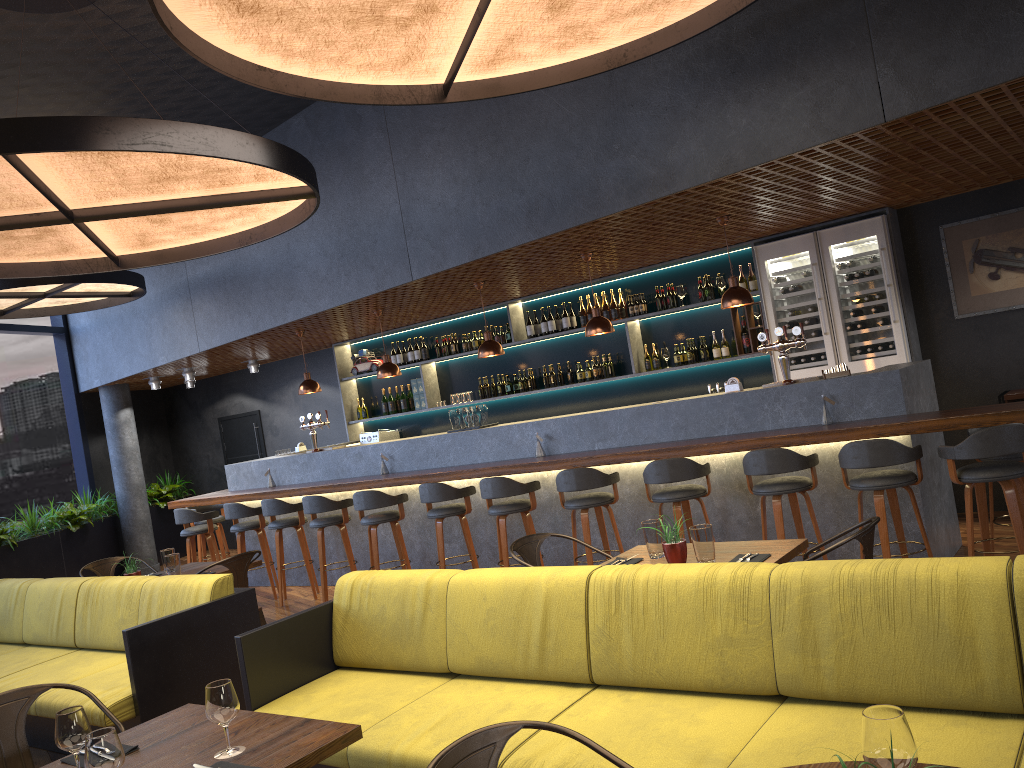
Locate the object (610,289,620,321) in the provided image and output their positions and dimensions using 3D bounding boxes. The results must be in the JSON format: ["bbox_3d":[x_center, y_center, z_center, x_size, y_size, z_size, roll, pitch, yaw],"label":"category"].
[{"bbox_3d":[1.066,-0.825,9.268,0.084,0.330,0.084,-10,-1,43],"label":"object"}]

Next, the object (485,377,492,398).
[{"bbox_3d":[-0.283,0.040,10.360,0.063,0.254,0.063,-10,-1,23],"label":"object"}]

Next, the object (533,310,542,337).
[{"bbox_3d":[0.279,-0.674,9.984,0.085,0.310,0.086,-9,-1,-39],"label":"object"}]

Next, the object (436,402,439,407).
[{"bbox_3d":[-0.913,0.250,10.866,0.042,0.059,0.042,-10,-1,-2],"label":"object"}]

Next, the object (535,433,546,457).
[{"bbox_3d":[0.233,0.510,7.475,0.114,0.203,0.069,-10,-1,25],"label":"object"}]

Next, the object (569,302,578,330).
[{"bbox_3d":[0.661,-0.742,9.705,0.085,0.310,0.086,-9,-1,-13],"label":"object"}]

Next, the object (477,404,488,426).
[{"bbox_3d":[-0.270,0.296,8.214,0.105,0.209,0.105,-9,-1,-19],"label":"object"}]

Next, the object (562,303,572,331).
[{"bbox_3d":[0.586,-0.730,9.643,0.085,0.310,0.086,-9,-1,-20],"label":"object"}]

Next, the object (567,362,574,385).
[{"bbox_3d":[0.641,-0.121,9.804,0.063,0.254,0.063,-9,-1,-6],"label":"object"}]

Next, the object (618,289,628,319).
[{"bbox_3d":[1.160,-0.840,9.353,0.084,0.330,0.084,-10,-1,43],"label":"object"}]

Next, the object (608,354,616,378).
[{"bbox_3d":[1.060,-0.196,9.475,0.063,0.254,0.063,-10,-1,8],"label":"object"}]

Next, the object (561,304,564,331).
[{"bbox_3d":[0.586,-0.728,9.763,0.085,0.310,0.086,-9,-1,-26],"label":"object"}]

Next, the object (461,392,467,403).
[{"bbox_3d":[-0.572,0.159,10.633,0.084,0.119,0.084,-9,-1,-9],"label":"object"}]

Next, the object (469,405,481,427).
[{"bbox_3d":[-0.332,0.306,8.117,0.105,0.209,0.105,-9,-1,-19],"label":"object"}]

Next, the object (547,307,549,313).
[{"bbox_3d":[0.433,-0.701,9.875,0.085,0.310,0.086,-9,-1,-13],"label":"object"}]

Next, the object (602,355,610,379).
[{"bbox_3d":[0.990,-0.185,9.394,0.063,0.254,0.063,-10,-1,43],"label":"object"}]

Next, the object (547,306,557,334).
[{"bbox_3d":[0.431,-0.702,9.755,0.085,0.310,0.086,-9,-1,-26],"label":"object"}]

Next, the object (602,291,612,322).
[{"bbox_3d":[0.988,-0.812,9.323,0.084,0.330,0.084,-10,-1,43],"label":"object"}]

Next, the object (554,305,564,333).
[{"bbox_3d":[0.508,-0.715,9.815,0.085,0.310,0.086,-9,-1,-43],"label":"object"}]

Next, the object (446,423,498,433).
[{"bbox_3d":[-0.368,0.410,8.253,0.437,0.019,0.273,-10,-1,36],"label":"object"}]

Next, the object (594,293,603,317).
[{"bbox_3d":[0.909,-0.798,9.387,0.084,0.330,0.084,-10,-1,43],"label":"object"}]

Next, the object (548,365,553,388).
[{"bbox_3d":[0.442,-0.086,9.942,0.063,0.254,0.063,-10,-1,23],"label":"object"}]

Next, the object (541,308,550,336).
[{"bbox_3d":[0.359,-0.690,9.812,0.085,0.310,0.086,-9,-1,-20],"label":"object"}]

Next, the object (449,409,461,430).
[{"bbox_3d":[-0.527,0.340,8.266,0.105,0.209,0.105,-9,-1,-19],"label":"object"}]

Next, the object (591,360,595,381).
[{"bbox_3d":[0.897,-0.151,9.651,0.088,0.224,0.088,-10,-1,31],"label":"object"}]

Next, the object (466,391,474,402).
[{"bbox_3d":[-0.503,0.147,10.581,0.084,0.119,0.084,-9,-1,-9],"label":"object"}]

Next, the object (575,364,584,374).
[{"bbox_3d":[0.750,-0.116,9.757,0.097,0.206,0.097,-9,-1,-22],"label":"object"}]

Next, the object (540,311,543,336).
[{"bbox_3d":[0.358,-0.688,9.925,0.085,0.310,0.086,-9,-1,-26],"label":"object"}]

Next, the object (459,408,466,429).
[{"bbox_3d":[-0.454,0.329,8.347,0.105,0.209,0.105,-9,-1,-19],"label":"object"}]

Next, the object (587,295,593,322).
[{"bbox_3d":[0.836,-0.785,9.442,0.084,0.330,0.084,-10,-1,43],"label":"object"}]

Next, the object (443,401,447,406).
[{"bbox_3d":[-0.819,0.233,10.797,0.042,0.059,0.042,-10,-1,-2],"label":"object"}]

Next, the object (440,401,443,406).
[{"bbox_3d":[-0.859,0.240,10.781,0.042,0.059,0.042,-10,-1,-2],"label":"object"}]

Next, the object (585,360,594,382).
[{"bbox_3d":[0.829,-0.141,9.560,0.088,0.224,0.088,-9,-1,-39],"label":"object"}]

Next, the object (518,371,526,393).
[{"bbox_3d":[0.104,-0.027,10.104,0.063,0.254,0.063,-9,-1,-36],"label":"object"}]

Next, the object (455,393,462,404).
[{"bbox_3d":[-0.641,0.172,10.684,0.084,0.119,0.084,-9,-1,-9],"label":"object"}]

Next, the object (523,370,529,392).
[{"bbox_3d":[0.157,-0.036,10.165,0.063,0.254,0.063,-9,-1,-21],"label":"object"}]

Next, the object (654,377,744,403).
[{"bbox_3d":[1.394,0.053,6.844,0.766,0.106,0.200,-10,-1,36],"label":"object"}]

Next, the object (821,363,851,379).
[{"bbox_3d":[2.256,-0.092,6.178,0.177,0.091,0.091,-10,-1,11],"label":"object"}]

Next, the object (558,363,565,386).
[{"bbox_3d":[0.542,-0.104,9.868,0.063,0.254,0.063,-10,-1,8],"label":"object"}]

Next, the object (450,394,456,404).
[{"bbox_3d":[-0.708,0.183,10.734,0.084,0.119,0.084,-9,-1,-9],"label":"object"}]

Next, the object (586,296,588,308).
[{"bbox_3d":[0.840,-0.784,9.550,0.084,0.330,0.084,-10,-1,43],"label":"object"}]

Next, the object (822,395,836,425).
[{"bbox_3d":[2.148,0.172,6.056,0.114,0.203,0.069,-9,-1,-19],"label":"object"}]

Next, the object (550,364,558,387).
[{"bbox_3d":[0.456,-0.090,9.795,0.063,0.254,0.063,-9,-1,-17],"label":"object"}]

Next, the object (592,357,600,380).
[{"bbox_3d":[0.887,-0.167,9.441,0.063,0.254,0.063,-10,-1,29],"label":"object"}]

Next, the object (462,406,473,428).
[{"bbox_3d":[-0.403,0.319,8.235,0.105,0.209,0.105,-9,-1,-19],"label":"object"}]

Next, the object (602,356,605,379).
[{"bbox_3d":[1.005,-0.185,9.577,0.063,0.254,0.063,-9,-1,-27],"label":"object"}]

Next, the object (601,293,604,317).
[{"bbox_3d":[0.990,-0.811,9.438,0.084,0.330,0.084,-10,-1,43],"label":"object"}]

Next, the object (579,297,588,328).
[{"bbox_3d":[0.760,-0.771,9.497,0.084,0.330,0.084,-10,-1,43],"label":"object"}]

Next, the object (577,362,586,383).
[{"bbox_3d":[0.744,-0.126,9.623,0.088,0.224,0.088,-10,-1,6],"label":"object"}]

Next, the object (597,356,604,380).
[{"bbox_3d":[0.942,-0.175,9.520,0.063,0.254,0.063,-9,-1,-26],"label":"object"}]

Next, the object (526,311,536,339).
[{"bbox_3d":[0.201,-0.662,9.925,0.085,0.310,0.086,-9,-1,-26],"label":"object"}]

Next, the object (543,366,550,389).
[{"bbox_3d":[0.377,-0.076,9.855,0.063,0.254,0.063,-10,-1,8],"label":"object"}]
